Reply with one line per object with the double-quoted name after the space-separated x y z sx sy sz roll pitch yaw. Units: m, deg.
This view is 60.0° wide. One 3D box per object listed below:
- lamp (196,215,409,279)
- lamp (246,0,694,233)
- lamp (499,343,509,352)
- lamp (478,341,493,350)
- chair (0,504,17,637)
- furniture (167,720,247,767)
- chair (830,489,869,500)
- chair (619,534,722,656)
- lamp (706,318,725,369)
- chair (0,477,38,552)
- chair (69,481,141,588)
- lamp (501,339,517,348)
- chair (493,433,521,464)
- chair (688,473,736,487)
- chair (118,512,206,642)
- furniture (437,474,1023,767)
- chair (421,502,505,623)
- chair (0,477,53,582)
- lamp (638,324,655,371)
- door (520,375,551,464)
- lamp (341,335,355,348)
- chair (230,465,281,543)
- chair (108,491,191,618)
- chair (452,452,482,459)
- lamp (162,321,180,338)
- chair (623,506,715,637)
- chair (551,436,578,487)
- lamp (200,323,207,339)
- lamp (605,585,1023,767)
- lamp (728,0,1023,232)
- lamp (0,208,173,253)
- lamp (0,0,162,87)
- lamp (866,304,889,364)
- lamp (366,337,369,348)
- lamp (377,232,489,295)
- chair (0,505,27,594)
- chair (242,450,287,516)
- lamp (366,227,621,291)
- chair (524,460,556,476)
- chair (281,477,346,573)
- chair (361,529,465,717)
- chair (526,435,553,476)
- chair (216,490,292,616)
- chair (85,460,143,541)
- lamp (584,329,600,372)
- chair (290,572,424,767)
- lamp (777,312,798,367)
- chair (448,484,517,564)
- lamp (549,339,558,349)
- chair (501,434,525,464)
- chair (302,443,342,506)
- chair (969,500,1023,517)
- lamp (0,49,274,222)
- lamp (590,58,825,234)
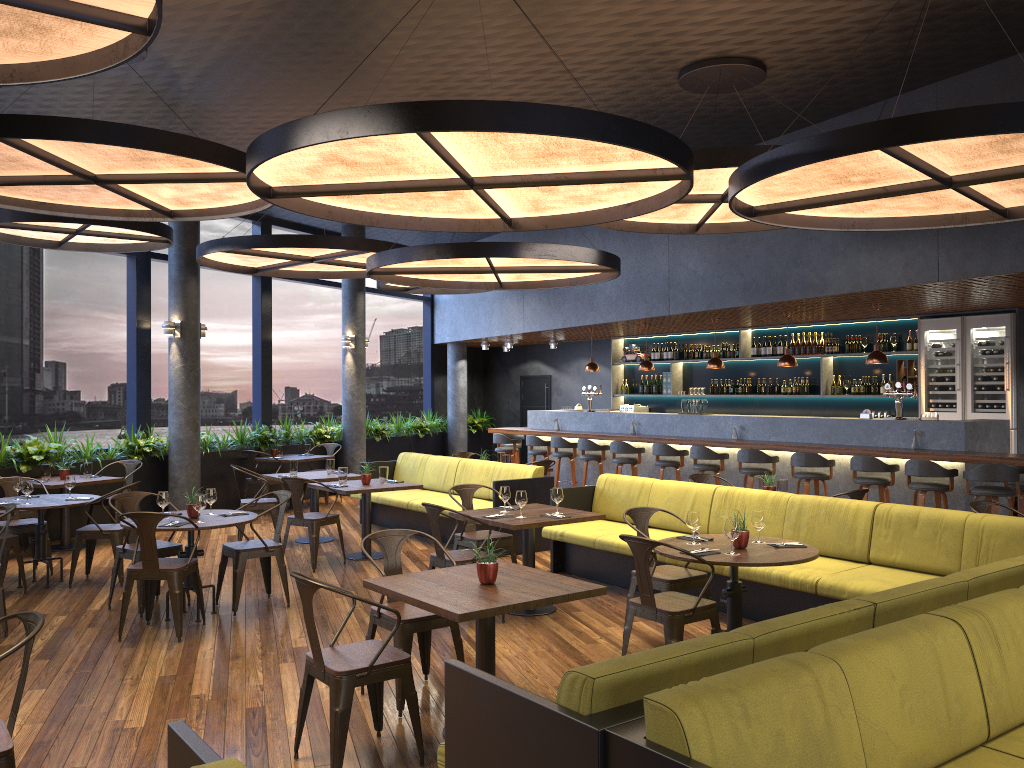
-2.526 -2.083 11.234 2.778 1.159 2.778 0 0 -1 "lamp"
-0.257 -1.954 5.687 2.778 1.475 2.778 0 0 12 "lamp"
-0.116 -0.754 18.160 0.228 0.172 0.228 0 -1 -37 "lamp"
-0.528 -0.757 17.387 0.228 0.172 0.228 0 -1 -37 "lamp"
-3.885 1.347 6.398 0.541 0.917 0.504 0 0 -36 "chair"
-3.167 1.322 2.708 3.372 0.914 4.503 0 -1 -37 "furniture"
2.728 1.328 7.519 0.504 0.917 0.541 0 0 -36 "chair"
0.912 1.319 5.176 0.541 0.917 0.504 0 0 -36 "chair"
2.754 -0.548 12.021 0.250 0.673 0.250 0 0 -4 "lamp"
-5.316 1.374 9.363 0.504 0.917 0.541 -1 -1 38 "chair"
-3.702 1.358 8.135 0.541 0.917 0.504 0 0 -7 "chair"
-0.043 -0.764 16.709 0.228 0.172 0.228 0 -1 -37 "lamp"
-0.074 1.323 14.512 0.483 1.048 0.438 0 0 25 "chair"
1.983 1.338 8.517 0.504 0.917 0.541 0 0 -36 "chair"
-2.522 1.341 6.371 0.504 0.917 0.541 0 0 3 "chair"
1.615 1.315 4.605 4.895 0.914 7.462 0 -1 -42 "furniture"
-0.399 1.335 6.673 0.541 0.917 0.504 0 0 -36 "chair"
-4.719 1.365 8.484 0.541 0.917 0.504 -1 -1 44 "chair"
1.977 -0.538 13.061 0.250 0.673 0.250 0 0 -4 "lamp"
0.503 0.846 18.368 0.137 2.056 1.012 0 -1 -37 "door"
-2.739 -0.702 14.667 0.215 0.215 0.189 0 0 14 "lamp"
-2.909 1.369 10.058 0.541 0.917 0.504 0 0 -18 "chair"
-2.954 1.349 7.174 0.541 0.917 0.504 -1 0 35 "chair"
-0.512 1.370 11.704 0.504 0.917 0.541 0 0 -36 "chair"
-4.459 -0.717 11.528 0.215 0.215 0.189 0 0 20 "lamp"
1.045 1.324 6.049 0.504 0.917 0.541 0 0 -36 "chair"
0.822 1.312 13.409 0.483 1.048 0.438 0 0 25 "chair"
-4.230 -0.714 12.043 0.215 0.215 0.189 0 0 29 "lamp"
4.787 0.398 3.979 9.057 2.714 3.017 0 -1 -37 "lamp"
2.820 -1.966 5.711 2.778 1.475 2.778 0 0 -33 "lamp"
-4.786 -2.143 9.757 1.979 1.093 1.979 0 0 17 "lamp"
-2.771 -2.138 3.240 2.778 1.159 2.778 -1 -1 43 "lamp"
4.168 -0.567 10.128 0.250 0.673 0.250 0 0 -4 "lamp"
-2.531 -0.699 15.191 0.215 0.215 0.189 0 0 32 "lamp"
-1.231 -2.124 14.604 1.979 1.093 1.979 0 0 17 "lamp"
-4.521 1.358 7.549 0.504 0.917 0.541 0 0 26 "chair"
-3.552 1.389 12.637 0.504 0.917 0.541 0 0 28 "chair"
-0.203 -1.925 9.794 2.778 1.475 2.778 0 0 18 "lamp"
0.244 1.360 10.692 0.504 0.917 0.541 0 0 -36 "chair"
-1.995 1.356 8.796 0.504 0.917 0.541 0 0 31 "chair"
-0.582 1.324 5.080 0.504 0.917 0.541 0 0 -36 "chair"
0.455 1.317 13.879 0.483 1.048 0.438 0 0 25 "chair"
-2.075 1.345 7.216 0.541 0.917 0.504 0 0 -36 "chair"
-4.696 1.379 10.542 0.504 0.917 0.541 0 0 17 "chair"
1.263 -0.528 14.017 0.250 0.673 0.250 -1 -1 41 "lamp"
-0.753 1.318 4.145 0.541 0.917 0.504 0 0 -36 "chair"
3.445 -0.557 11.097 0.250 0.673 0.250 0 0 -4 "lamp"
-0.266 1.341 7.645 0.504 0.917 0.541 0 0 -36 "chair"
0.789 -0.766 16.950 0.228 0.172 0.228 0 -1 -37 "lamp"
-0.014 1.330 15.498 0.483 1.048 0.438 0 0 -8 "chair"
-2.941 1.395 13.817 0.504 0.917 0.541 0 0 18 "chair"
3.586 1.316 6.346 0.504 0.917 0.541 0 0 -36 "chair"
-3.258 -2.110 6.939 2.778 1.159 2.778 0 0 31 "lamp"
1.832 -2.125 7.723 2.778 1.159 2.778 0 0 13 "lamp"
